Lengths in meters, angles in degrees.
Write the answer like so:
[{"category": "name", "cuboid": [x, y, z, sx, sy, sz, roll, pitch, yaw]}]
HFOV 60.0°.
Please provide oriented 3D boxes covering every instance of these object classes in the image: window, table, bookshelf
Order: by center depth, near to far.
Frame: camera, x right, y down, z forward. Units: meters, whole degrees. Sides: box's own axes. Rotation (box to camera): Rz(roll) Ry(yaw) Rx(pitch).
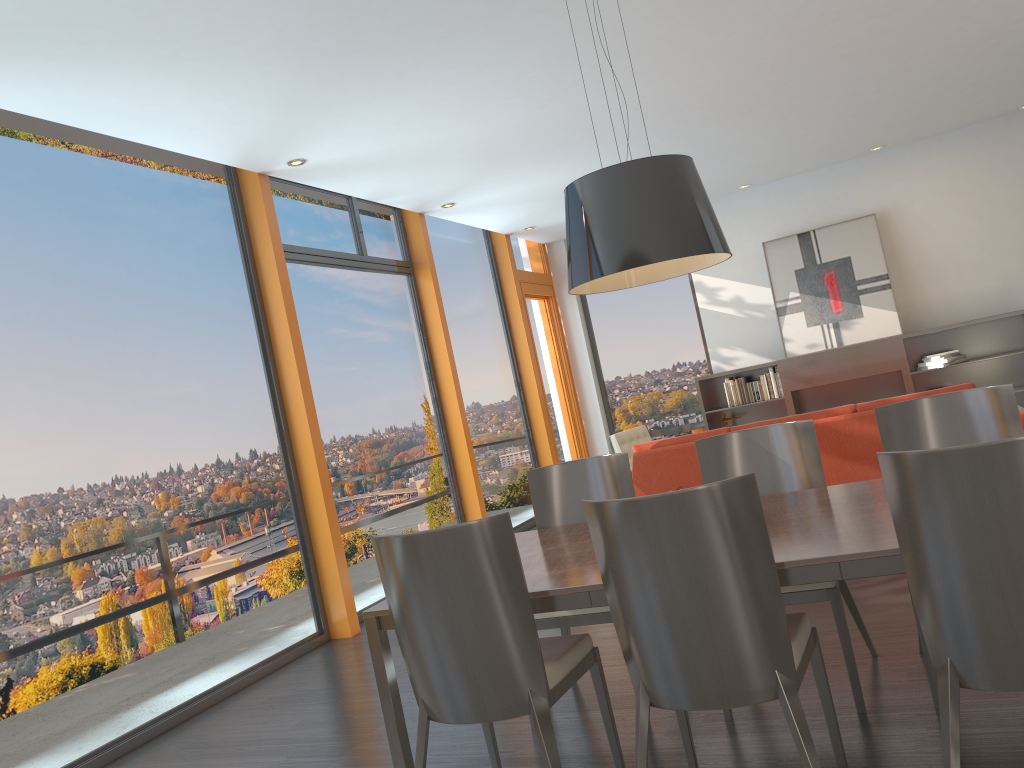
[{"category": "table", "cuboid": [0.789, 0.858, 2.957, 2.150, 0.765, 1.172, -13, -2, 23]}, {"category": "window", "cuboid": [-2.143, 0.149, 4.616, 0.070, 3.347, 2.925, -13, -2, 23]}, {"category": "window", "cuboid": [-1.124, 0.000, 7.030, 0.070, 3.347, 2.105, -13, -2, 23]}, {"category": "window", "cuboid": [-0.314, -0.118, 8.948, 0.070, 3.347, 1.844, -13, -2, 23]}, {"category": "bookshelf", "cuboid": [3.763, 0.150, 9.380, 3.385, 1.163, 0.570, -13, -2, 23]}, {"category": "window", "cuboid": [0.396, -0.228, 10.394, 0.211, 3.347, 1.157, -13, -2, 23]}, {"category": "window", "cuboid": [1.651, -0.480, 10.753, 1.409, 3.341, 0.065, -13, -2, 23]}]

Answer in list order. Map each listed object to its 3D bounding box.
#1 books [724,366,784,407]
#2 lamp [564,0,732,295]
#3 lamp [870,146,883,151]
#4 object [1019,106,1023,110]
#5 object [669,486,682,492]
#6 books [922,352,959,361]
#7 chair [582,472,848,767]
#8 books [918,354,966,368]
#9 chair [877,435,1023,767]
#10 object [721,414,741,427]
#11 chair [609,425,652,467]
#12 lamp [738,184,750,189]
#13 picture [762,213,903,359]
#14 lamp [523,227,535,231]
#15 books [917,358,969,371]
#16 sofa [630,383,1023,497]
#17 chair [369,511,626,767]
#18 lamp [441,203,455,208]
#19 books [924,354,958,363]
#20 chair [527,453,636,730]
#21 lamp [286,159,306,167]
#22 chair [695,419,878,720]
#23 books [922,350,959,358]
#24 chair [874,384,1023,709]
[{"category": "books", "cuboid": [2.664, 0.022, 9.733, 0.591, 0.340, 0.324, -13, -2, 23]}, {"category": "lamp", "cuboid": [0.307, -1.146, 3.067, 0.567, 1.580, 0.566, -10, -3, -38]}, {"category": "lamp", "cuboid": [3.851, -2.487, 9.368, 0.129, 0.010, 0.129, -11, -2, -22]}, {"category": "object", "cuboid": [5.145, -2.774, 8.875, 0.129, 0.010, 0.129, -11, -2, -22]}, {"category": "object", "cuboid": [0.614, 0.427, 3.025, 0.427, 0.154, 0.426, -11, -2, -23]}, {"category": "books", "cuboid": [4.359, -0.284, 9.019, 0.300, 0.020, 0.210, -11, -2, -27]}, {"category": "chair", "cuboid": [0.570, 0.734, 2.486, 0.548, 0.968, 0.614, -13, -2, 23]}, {"category": "books", "cuboid": [4.369, -0.236, 9.017, 0.398, 0.038, 0.314, -11, -2, -37]}, {"category": "chair", "cuboid": [1.258, 0.581, 2.188, 0.548, 0.968, 0.614, -13, -2, 23]}, {"category": "object", "cuboid": [2.424, 0.477, 9.916, 0.244, 0.291, 0.202, -14, -3, 43]}, {"category": "chair", "cuboid": [1.394, 0.780, 8.183, 0.706, 0.817, 0.700, -13, -2, 33]}, {"category": "lamp", "cuboid": [2.595, -2.207, 9.913, 0.129, 0.010, 0.129, -11, -2, -22]}, {"category": "picture", "cuboid": [3.446, -1.051, 9.612, 1.207, 1.338, 0.269, -13, -2, 23]}, {"category": "lamp", "cuboid": [0.189, -1.704, 9.729, 0.129, 0.010, 0.129, -11, -2, -22]}, {"category": "books", "cuboid": [4.377, -0.199, 9.016, 0.398, 0.038, 0.314, -11, -2, -27]}, {"category": "sofa", "cuboid": [1.962, 0.592, 5.875, 2.595, 0.853, 1.038, -13, -2, 23]}, {"category": "chair", "cuboid": [-0.057, 0.874, 2.758, 0.548, 0.968, 0.614, -13, -2, 23]}, {"category": "lamp", "cuboid": [-0.572, -1.594, 7.926, 0.129, 0.010, 0.129, -11, -2, -22]}, {"category": "books", "cuboid": [4.363, -0.264, 9.018, 0.300, 0.020, 0.210, -11, -2, -37]}, {"category": "chair", "cuboid": [0.311, 0.822, 3.686, 0.548, 0.968, 0.614, -13, -2, 23]}, {"category": "lamp", "cuboid": [-1.432, -1.468, 5.890, 0.129, 0.010, 0.129, -11, -2, -22]}, {"category": "chair", "cuboid": [0.999, 0.669, 3.388, 0.548, 0.968, 0.614, -13, -2, 23]}, {"category": "books", "cuboid": [4.355, -0.303, 9.019, 0.300, 0.020, 0.210, -12, -2, 13]}, {"category": "chair", "cuboid": [1.626, 0.529, 3.116, 0.548, 0.968, 0.614, -13, -2, 23]}]
